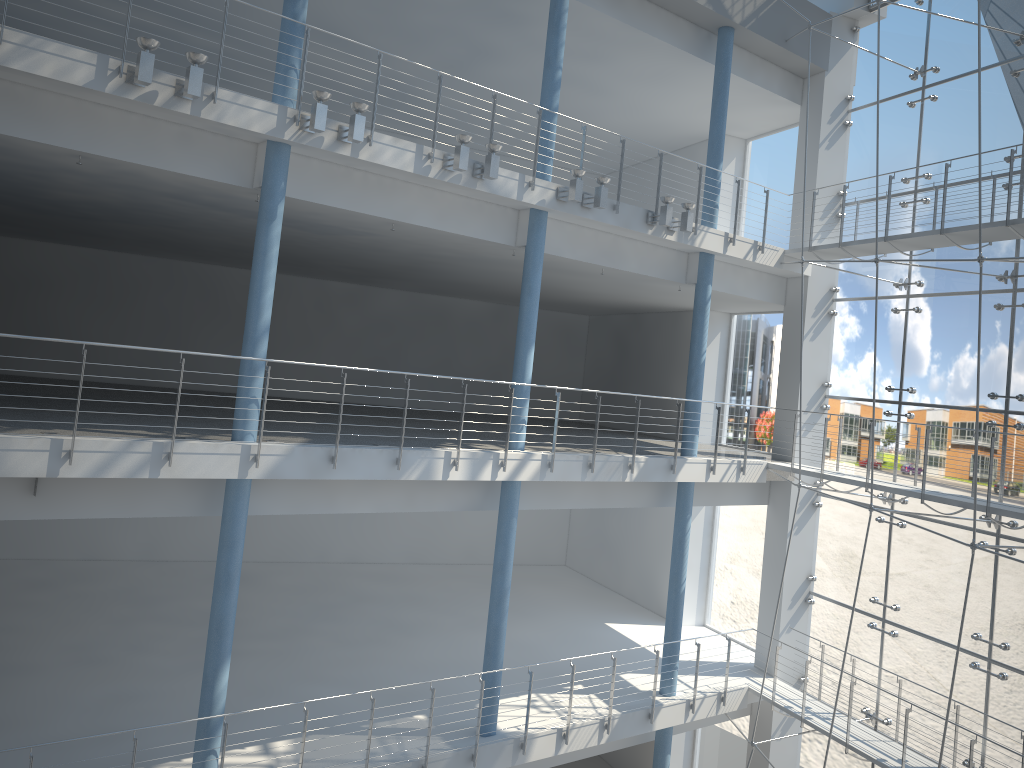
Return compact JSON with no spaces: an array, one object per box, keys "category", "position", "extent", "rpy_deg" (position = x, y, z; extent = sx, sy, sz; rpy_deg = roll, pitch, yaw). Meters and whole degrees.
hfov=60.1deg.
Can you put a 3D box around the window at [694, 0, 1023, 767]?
[{"category":"window","position":[1.397,-0.064,0.843],"extent":[0.010,2.782,3.851],"rpy_deg":[7,-1,-23]}]
